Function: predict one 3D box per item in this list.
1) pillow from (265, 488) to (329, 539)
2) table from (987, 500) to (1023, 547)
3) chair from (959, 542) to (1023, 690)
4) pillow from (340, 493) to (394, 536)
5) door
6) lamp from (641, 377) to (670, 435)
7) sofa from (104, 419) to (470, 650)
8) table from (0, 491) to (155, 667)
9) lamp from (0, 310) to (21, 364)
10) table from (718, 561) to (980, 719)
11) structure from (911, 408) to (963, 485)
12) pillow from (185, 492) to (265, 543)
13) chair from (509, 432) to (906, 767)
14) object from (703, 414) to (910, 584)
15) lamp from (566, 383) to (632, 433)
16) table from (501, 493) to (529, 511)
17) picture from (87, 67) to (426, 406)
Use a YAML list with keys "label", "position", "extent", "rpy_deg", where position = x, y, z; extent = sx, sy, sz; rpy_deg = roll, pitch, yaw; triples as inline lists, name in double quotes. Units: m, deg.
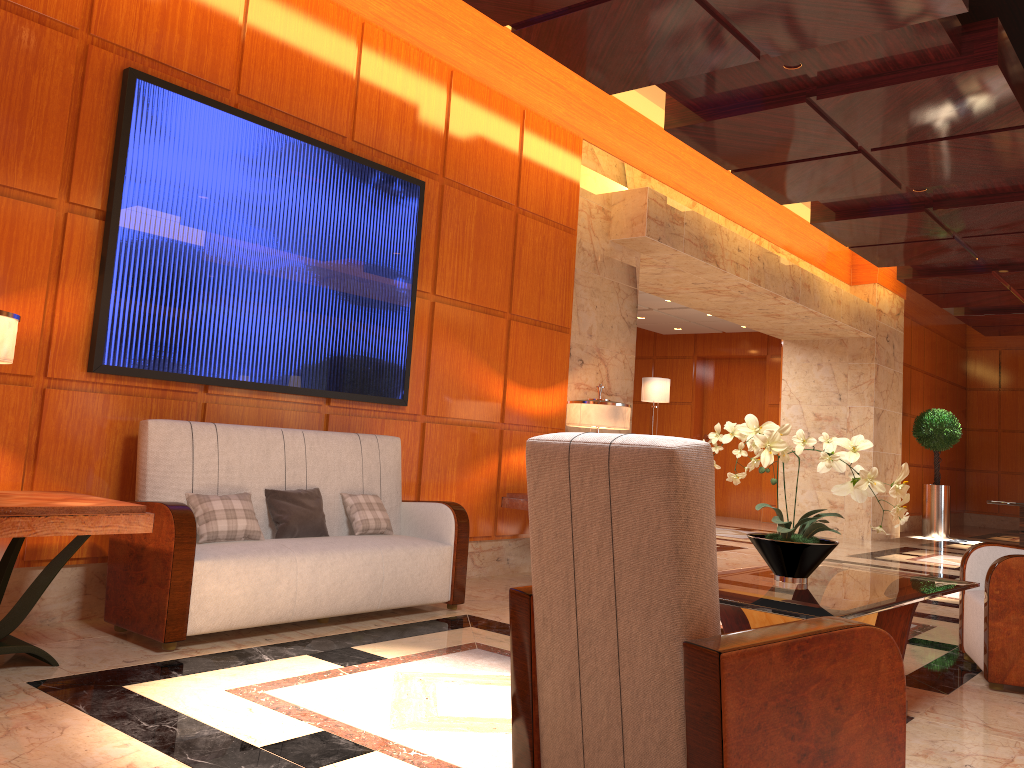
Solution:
- label: "pillow"
  position: [-1.091, 0.658, 4.503]
  extent: [0.160, 0.254, 0.356]
  rpy_deg: [0, -6, 36]
- label: "table"
  position: [5.071, 1.430, 7.488]
  extent: [1.600, 0.748, 1.594]
  rpy_deg: [0, -6, 39]
- label: "chair"
  position: [2.507, 0.904, 4.175]
  extent: [0.629, 0.965, 0.734]
  rpy_deg: [2, -6, 18]
- label: "pillow"
  position: [-0.785, 0.716, 4.824]
  extent: [0.202, 0.231, 0.272]
  rpy_deg: [-1, -7, 42]
- label: "door"
  position: [3.691, 0.879, 14.855]
  extent: [1.285, 2.708, 0.339]
  rpy_deg: [-1, -8, 39]
- label: "lamp"
  position: [1.923, 0.338, 11.929]
  extent: [0.372, 0.823, 0.371]
  rpy_deg: [7, -7, -26]
- label: "sofa"
  position: [-1.028, 0.698, 4.471]
  extent: [0.612, 0.936, 1.792]
  rpy_deg: [-1, -6, 40]
- label: "table"
  position: [-2.059, 0.705, 3.096]
  extent: [0.725, 0.609, 1.265]
  rpy_deg: [0, -6, 39]
- label: "lamp"
  position: [-1.999, -0.014, 3.079]
  extent: [0.459, 0.797, 0.456]
  rpy_deg: [4, -6, 1]
- label: "table"
  position: [1.150, 0.998, 3.334]
  extent: [0.722, 0.498, 1.554]
  rpy_deg: [0, -6, 42]
- label: "structure"
  position: [6.514, 1.213, 13.601]
  extent: [0.722, 1.720, 0.718]
  rpy_deg: [2, -6, 17]
- label: "pillow"
  position: [-1.342, 0.624, 4.150]
  extent: [0.195, 0.228, 0.343]
  rpy_deg: [-1, -7, 44]
- label: "chair"
  position: [0.407, 0.612, 2.070]
  extent: [0.627, 0.965, 0.736]
  rpy_deg: [7, -7, -32]
- label: "object"
  position: [1.070, 0.432, 3.340]
  extent: [0.788, 0.620, 0.415]
  rpy_deg: [2, -6, 16]
- label: "lamp"
  position: [0.603, 0.399, 6.272]
  extent: [0.457, 0.813, 0.458]
  rpy_deg: [9, -8, -41]
- label: "table"
  position: [0.587, 1.116, 6.342]
  extent: [0.725, 0.609, 1.265]
  rpy_deg: [0, -6, 39]
- label: "picture"
  position: [-1.253, -0.680, 4.893]
  extent: [0.056, 1.458, 1.989]
  rpy_deg: [-1, -7, 39]
